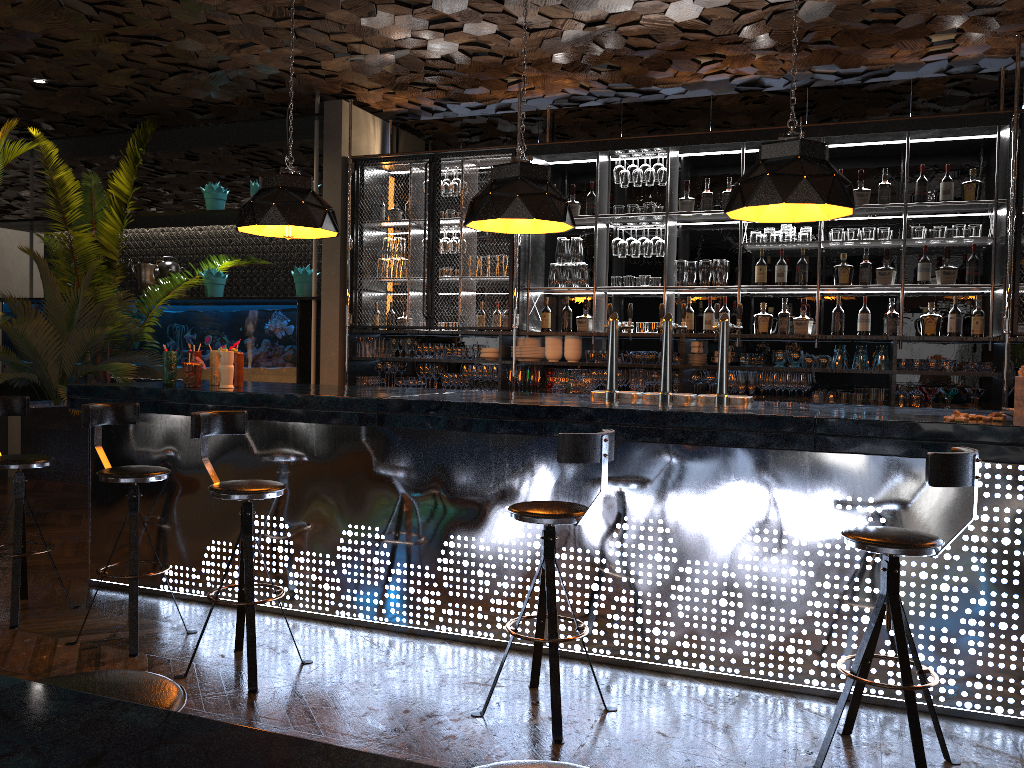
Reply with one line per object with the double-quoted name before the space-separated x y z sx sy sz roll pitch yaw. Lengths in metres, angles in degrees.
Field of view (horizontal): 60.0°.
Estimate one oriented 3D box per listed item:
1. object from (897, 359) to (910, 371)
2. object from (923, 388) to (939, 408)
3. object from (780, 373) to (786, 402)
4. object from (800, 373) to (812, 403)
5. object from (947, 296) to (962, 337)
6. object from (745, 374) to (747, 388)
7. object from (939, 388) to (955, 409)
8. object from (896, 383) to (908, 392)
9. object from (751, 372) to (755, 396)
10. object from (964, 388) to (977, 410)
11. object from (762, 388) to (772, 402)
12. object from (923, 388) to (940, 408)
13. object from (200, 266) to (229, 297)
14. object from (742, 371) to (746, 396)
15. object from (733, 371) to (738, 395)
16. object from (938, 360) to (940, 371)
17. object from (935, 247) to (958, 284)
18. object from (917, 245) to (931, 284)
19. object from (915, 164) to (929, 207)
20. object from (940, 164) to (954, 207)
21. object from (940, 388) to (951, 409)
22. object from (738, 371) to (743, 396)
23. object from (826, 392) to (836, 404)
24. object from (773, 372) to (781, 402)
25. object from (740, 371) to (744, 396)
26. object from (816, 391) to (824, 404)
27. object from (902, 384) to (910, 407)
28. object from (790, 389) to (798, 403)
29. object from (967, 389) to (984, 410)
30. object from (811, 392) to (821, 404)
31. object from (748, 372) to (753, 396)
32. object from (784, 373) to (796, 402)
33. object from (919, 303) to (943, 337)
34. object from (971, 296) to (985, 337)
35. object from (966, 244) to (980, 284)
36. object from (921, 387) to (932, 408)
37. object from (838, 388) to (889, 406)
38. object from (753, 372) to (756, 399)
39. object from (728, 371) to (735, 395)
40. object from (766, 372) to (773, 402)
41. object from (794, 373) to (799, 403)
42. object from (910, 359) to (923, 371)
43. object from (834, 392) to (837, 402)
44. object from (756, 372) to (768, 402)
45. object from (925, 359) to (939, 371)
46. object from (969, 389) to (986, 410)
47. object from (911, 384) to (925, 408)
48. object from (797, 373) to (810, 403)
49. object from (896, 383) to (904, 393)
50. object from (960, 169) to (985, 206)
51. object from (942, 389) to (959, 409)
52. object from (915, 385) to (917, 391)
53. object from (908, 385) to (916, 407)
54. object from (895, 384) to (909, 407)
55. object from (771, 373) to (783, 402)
"object" 2.755 -0.136 6.236 0.084 0.082 0.084 2 2 14
"object" 2.977 0.103 6.308 0.106 0.148 0.106 0 2 -36
"object" 2.036 0.030 6.663 0.091 0.229 0.091 0 2 -37
"object" 2.225 0.033 6.713 0.091 0.229 0.091 2 2 19
"object" 3.145 -0.476 6.298 0.086 0.298 0.086 1 2 -20
"object" 1.782 0.018 6.822 0.049 0.231 0.049 2 2 11
"object" 3.125 0.104 6.376 0.106 0.148 0.106 0 2 -30
"object" 2.844 0.081 6.491 0.089 0.174 0.089 1 2 -18
"object" 1.805 0.023 6.676 0.049 0.231 0.049 2 2 25
"object" 3.273 0.108 6.309 0.107 0.152 0.107 2 2 27
"object" 1.955 0.023 6.817 0.091 0.229 0.091 0 2 -33
"object" 2.933 0.105 6.200 0.106 0.148 0.106 3 2 40
"object" -2.871 -0.975 8.540 0.265 0.325 0.245 1 2 -14
"object" 1.764 0.020 6.759 0.049 0.231 0.049 0 2 -32
"object" 1.694 0.016 6.771 0.058 0.234 0.058 0 2 -35
"object" 2.973 -0.132 6.252 0.084 0.082 0.084 0 3 -41
"object" 3.080 -0.831 6.285 0.123 0.279 0.123 2 2 10
"object" 2.957 -0.847 6.356 0.086 0.298 0.086 1 2 -20
"object" 2.933 -1.419 6.346 0.086 0.299 0.086 1 2 -20
"object" 3.096 -1.414 6.313 0.086 0.298 0.086 1 2 -20
"object" 3.084 0.107 6.268 0.106 0.148 0.106 0 2 -40
"object" 1.709 0.022 6.643 0.049 0.231 0.049 3 2 33
"object" 2.308 0.110 6.410 0.067 0.099 0.067 1 2 -7
"object" 2.041 0.026 6.784 0.091 0.229 0.091 1 2 -17
"object" 1.734 0.021 6.705 0.049 0.231 0.049 2 2 30
"object" 2.266 0.104 6.550 0.067 0.100 0.067 2 2 14
"object" 2.780 0.086 6.313 0.089 0.174 0.089 1 2 -18
"object" 2.131 0.030 6.747 0.091 0.229 0.091 1 2 -10
"object" 3.230 0.111 6.187 0.107 0.152 0.107 3 2 35
"object" 2.212 0.106 6.451 0.067 0.100 0.067 2 2 14
"object" 1.779 0.025 6.616 0.049 0.231 0.049 2 2 17
"object" 2.046 0.035 6.537 0.091 0.229 0.091 0 3 -41
"object" 2.996 -0.455 6.341 0.151 0.248 0.094 2 2 30
"object" 3.276 -0.470 6.232 0.080 0.299 0.080 2 2 24
"object" 3.245 -0.837 6.239 0.086 0.299 0.086 1 2 -20
"object" 3.018 0.100 6.418 0.106 0.148 0.106 3 3 40
"object" 2.542 0.096 6.439 0.356 0.134 0.206 2 2 29
"object" 1.834 0.022 6.735 0.049 0.231 0.049 2 2 29
"object" 1.651 0.018 6.686 0.058 0.234 0.058 2 2 25
"object" 1.947 0.027 6.698 0.091 0.229 0.091 3 3 42
"object" 2.123 0.033 6.627 0.091 0.229 0.091 2 2 15
"object" 2.829 -0.133 6.204 0.084 0.082 0.084 2 2 22
"object" 2.354 0.108 6.527 0.067 0.099 0.067 1 2 -7
"object" 1.863 0.028 6.604 0.091 0.229 0.091 2 2 8
"object" 2.920 -0.130 6.167 0.084 0.082 0.084 3 2 39
"object" 3.188 0.113 6.078 0.107 0.152 0.107 -1 3 -43
"object" 2.858 0.090 6.245 0.089 0.174 0.089 1 2 -18
"object" 2.135 0.038 6.500 0.091 0.229 0.091 1 2 -6
"object" 2.805 0.084 6.405 0.089 0.174 0.089 1 2 -18
"object" 3.233 -1.381 6.226 0.094 0.248 0.151 0 2 -40
"object" 3.042 0.109 6.159 0.106 0.148 0.106 2 2 31
"object" 2.922 0.085 6.429 0.089 0.174 0.089 1 2 -18
"object" 2.873 0.087 6.344 0.089 0.174 0.089 1 2 -18
"object" 2.736 0.088 6.229 0.089 0.174 0.089 1 2 -18
"object" 1.961 0.032 6.571 0.091 0.229 0.091 1 2 -21
